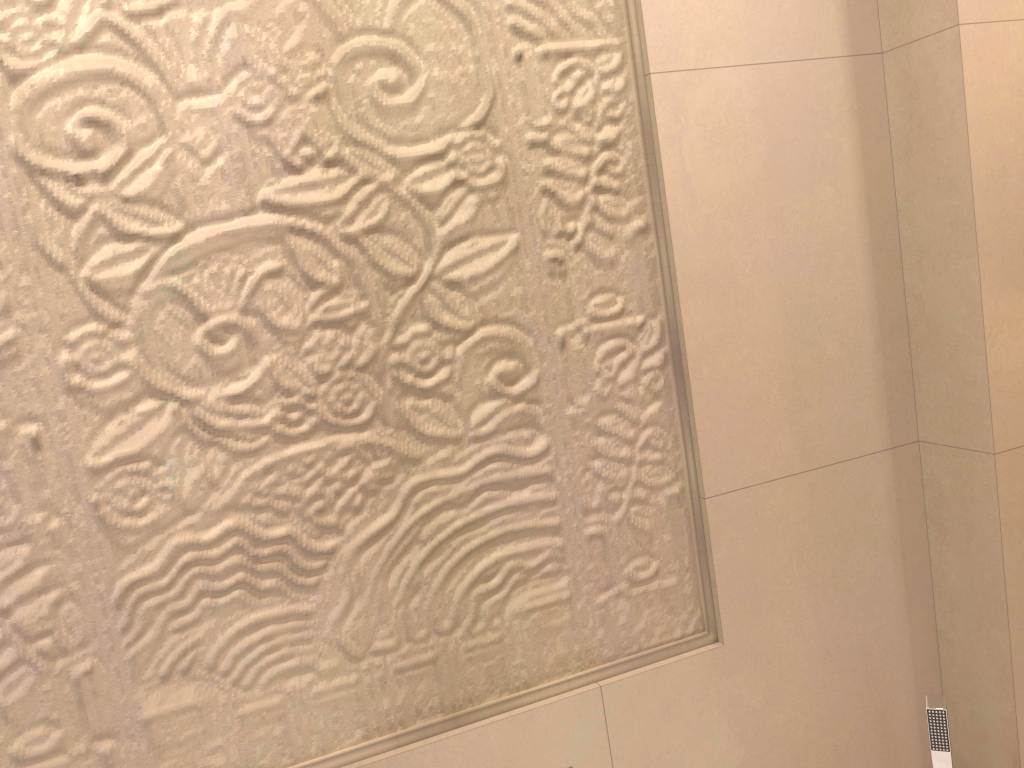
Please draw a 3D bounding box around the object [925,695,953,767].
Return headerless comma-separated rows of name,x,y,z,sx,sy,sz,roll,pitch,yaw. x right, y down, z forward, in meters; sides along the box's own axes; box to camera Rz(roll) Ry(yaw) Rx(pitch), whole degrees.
object,0.661,0.592,1.358,0.059,0.280,0.114,-5,9,26
